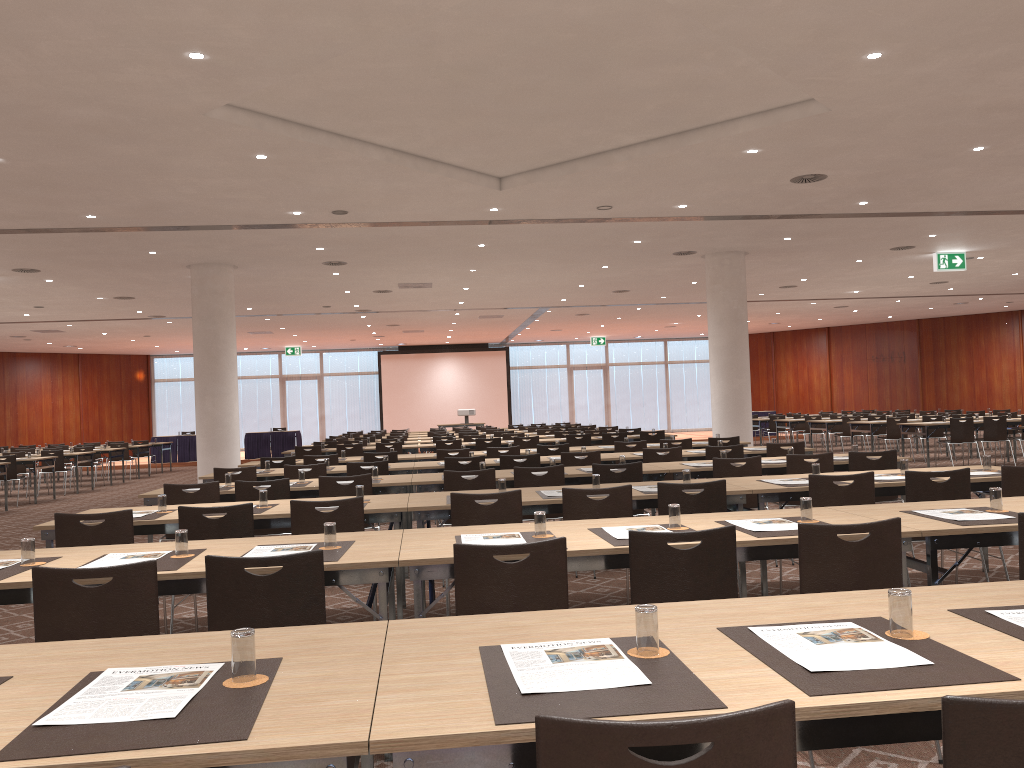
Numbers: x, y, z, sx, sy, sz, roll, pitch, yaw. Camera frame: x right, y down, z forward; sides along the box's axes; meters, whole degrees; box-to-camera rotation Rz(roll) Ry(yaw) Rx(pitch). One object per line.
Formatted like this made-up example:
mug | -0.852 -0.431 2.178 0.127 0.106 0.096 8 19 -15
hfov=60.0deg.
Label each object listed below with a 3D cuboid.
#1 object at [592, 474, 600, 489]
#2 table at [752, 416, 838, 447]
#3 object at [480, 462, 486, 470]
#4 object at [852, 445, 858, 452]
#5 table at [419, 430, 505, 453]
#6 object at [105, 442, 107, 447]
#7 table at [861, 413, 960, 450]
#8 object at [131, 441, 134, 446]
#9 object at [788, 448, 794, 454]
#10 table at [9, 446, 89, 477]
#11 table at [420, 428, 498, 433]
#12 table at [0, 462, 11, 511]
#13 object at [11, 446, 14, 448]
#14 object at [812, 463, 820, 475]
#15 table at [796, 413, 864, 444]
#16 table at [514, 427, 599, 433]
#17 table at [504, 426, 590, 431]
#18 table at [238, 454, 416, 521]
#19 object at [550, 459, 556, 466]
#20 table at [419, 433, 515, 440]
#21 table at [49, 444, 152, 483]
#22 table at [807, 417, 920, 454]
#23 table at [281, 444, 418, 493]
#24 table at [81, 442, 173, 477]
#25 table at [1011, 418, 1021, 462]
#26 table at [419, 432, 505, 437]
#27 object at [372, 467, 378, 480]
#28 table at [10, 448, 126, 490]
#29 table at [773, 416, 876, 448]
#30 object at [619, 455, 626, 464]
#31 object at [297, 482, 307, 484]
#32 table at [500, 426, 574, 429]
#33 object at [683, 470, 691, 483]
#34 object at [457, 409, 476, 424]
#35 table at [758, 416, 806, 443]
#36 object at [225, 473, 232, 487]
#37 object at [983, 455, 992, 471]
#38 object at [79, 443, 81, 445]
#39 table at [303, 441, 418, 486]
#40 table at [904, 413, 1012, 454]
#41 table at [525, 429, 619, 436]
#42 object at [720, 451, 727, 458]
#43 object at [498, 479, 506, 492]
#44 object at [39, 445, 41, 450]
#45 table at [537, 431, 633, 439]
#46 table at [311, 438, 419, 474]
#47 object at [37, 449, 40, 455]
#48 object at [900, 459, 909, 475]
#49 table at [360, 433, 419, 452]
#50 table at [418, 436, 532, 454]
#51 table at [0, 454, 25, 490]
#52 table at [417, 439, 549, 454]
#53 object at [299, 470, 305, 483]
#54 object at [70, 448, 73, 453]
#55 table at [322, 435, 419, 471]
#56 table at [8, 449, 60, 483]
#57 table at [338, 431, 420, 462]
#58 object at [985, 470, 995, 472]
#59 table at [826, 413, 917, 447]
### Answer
object | 0.588 0.687 6.194 0.054 0.114 0.054 -3 -1 28
table | 7.744 1.349 24.540 2.267 0.833 0.953 -2 -1 -6
object | -0.267 0.771 8.125 0.054 0.114 0.054 -2 -1 -17
object | 3.282 0.638 8.484 0.054 0.114 0.054 -2 -1 -17
table | -1.311 1.688 23.627 2.267 0.833 0.953 -2 -1 -6
object | -10.376 1.549 22.676 0.054 0.114 0.054 -2 -1 -17
table | 10.200 1.205 22.778 2.267 0.833 0.953 -2 -1 -6
object | -9.731 1.525 22.742 0.054 0.114 0.054 -2 -1 -17
object | 2.645 0.662 8.408 0.054 0.114 0.054 -1 -1 -40
table | -12.981 2.176 24.459 2.267 0.833 0.953 -2 -1 -6
table | -1.511 1.747 25.616 2.267 0.833 0.953 -2 -1 -6
table | -9.728 1.797 14.739 2.267 0.833 0.953 -2 -1 -6
object | -12.639 1.633 22.447 0.054 0.114 0.054 -1 -1 -40
object | 2.183 0.628 6.364 0.054 0.114 0.054 -2 -1 5
table | 9.801 1.323 26.757 2.267 0.833 0.953 -2 -1 -6
table | 1.145 1.544 21.865 2.267 0.833 0.953 -2 -1 -6
table | 0.945 1.603 23.854 2.267 0.833 0.953 -2 -1 -6
table | -2.423 1.433 11.958 2.267 0.833 0.953 -2 -1 -6
object | 0.376 0.747 8.183 0.054 0.114 0.054 -2 -1 -17
table | -0.913 1.570 19.647 2.267 0.833 0.953 -2 -1 -6
table | -10.525 2.033 22.697 2.267 0.833 0.953 -2 -1 -6
table | 8.142 1.231 20.560 2.267 0.833 0.953 -2 -1 -6
table | -2.772 1.536 15.440 2.267 0.833 0.953 -2 -1 -6
table | -10.724 2.092 24.687 2.267 0.833 0.953 -2 -1 -6
table | 10.797 1.028 16.809 2.267 0.833 0.953 -2 -1 -6
table | -1.112 1.629 21.637 2.267 0.833 0.953 -2 -1 -6
object | -1.238 0.807 8.021 0.054 0.114 0.054 -1 -1 -40
table | -10.326 1.974 20.708 2.267 0.833 0.953 -2 -1 -6
table | 7.943 1.290 22.550 2.267 0.833 0.953 -2 -1 -6
object | 1.028 0.722 8.246 0.054 0.114 0.054 -3 -1 28
object | -1.877 0.889 7.953 0.102 0.001 0.102 -3 -2 28
table | 0.746 1.662 25.844 2.267 0.833 0.953 -2 -1 -6
object | 1.233 0.663 6.255 0.054 0.114 0.054 -3 -1 28
object | -1.474 1.052 28.782 0.576 0.472 0.614 -2 -1 -6
table | 7.544 1.408 26.529 2.267 0.833 0.953 -2 -1 -6
object | -2.528 0.856 7.900 0.054 0.114 0.054 -2 -1 -17
object | 3.481 0.579 6.499 0.054 0.114 0.054 -1 -1 -40
object | -11.019 1.573 22.605 0.054 0.114 0.054 -2 -1 -17
table | -2.971 1.595 17.430 2.267 0.833 0.953 -2 -1 -6
table | 10.399 1.146 20.788 2.267 0.833 0.953 -2 -1 -6
table | 1.344 1.485 19.875 2.267 0.833 0.953 -2 -1 -6
object | 1.994 0.687 8.357 0.054 0.114 0.054 -1 -1 -40
object | -0.067 0.712 6.123 0.054 0.114 0.054 -3 -1 28
object | -11.992 1.609 22.520 0.054 0.114 0.054 -1 -1 -40
table | 1.543 1.426 17.885 2.267 0.833 0.953 -2 -1 -6
table | -3.170 1.654 19.420 2.267 0.833 0.953 -2 -1 -6
object | -9.986 1.431 18.690 0.054 0.114 0.054 -2 -1 -17
object | 2.843 0.603 6.426 0.054 0.114 0.054 -1 -1 -40
table | -3.568 1.772 23.399 2.267 0.833 0.953 -2 -1 -6
table | -0.714 1.511 17.658 2.267 0.833 0.953 -2 -1 -6
table | -12.583 2.058 20.480 2.267 0.833 0.953 -2 -1 -6
table | -0.515 1.452 15.668 2.267 0.833 0.953 -2 -1 -6
object | -1.887 0.832 7.964 0.054 0.114 0.054 -2 -1 -17
object | -9.324 1.406 18.762 0.054 0.114 0.054 -2 -1 -17
table | -3.369 1.713 21.409 2.267 0.833 0.953 -2 -1 -6
table | -12.782 2.117 22.470 2.267 0.833 0.953 -2 -1 -6
table | -3.768 1.831 25.389 2.267 0.833 0.953 -2 -1 -6
object | 3.496 0.636 6.482 0.102 0.001 0.102 -2 -1 5
table | 10.001 1.264 24.767 2.267 0.833 0.953 -2 -1 -6
